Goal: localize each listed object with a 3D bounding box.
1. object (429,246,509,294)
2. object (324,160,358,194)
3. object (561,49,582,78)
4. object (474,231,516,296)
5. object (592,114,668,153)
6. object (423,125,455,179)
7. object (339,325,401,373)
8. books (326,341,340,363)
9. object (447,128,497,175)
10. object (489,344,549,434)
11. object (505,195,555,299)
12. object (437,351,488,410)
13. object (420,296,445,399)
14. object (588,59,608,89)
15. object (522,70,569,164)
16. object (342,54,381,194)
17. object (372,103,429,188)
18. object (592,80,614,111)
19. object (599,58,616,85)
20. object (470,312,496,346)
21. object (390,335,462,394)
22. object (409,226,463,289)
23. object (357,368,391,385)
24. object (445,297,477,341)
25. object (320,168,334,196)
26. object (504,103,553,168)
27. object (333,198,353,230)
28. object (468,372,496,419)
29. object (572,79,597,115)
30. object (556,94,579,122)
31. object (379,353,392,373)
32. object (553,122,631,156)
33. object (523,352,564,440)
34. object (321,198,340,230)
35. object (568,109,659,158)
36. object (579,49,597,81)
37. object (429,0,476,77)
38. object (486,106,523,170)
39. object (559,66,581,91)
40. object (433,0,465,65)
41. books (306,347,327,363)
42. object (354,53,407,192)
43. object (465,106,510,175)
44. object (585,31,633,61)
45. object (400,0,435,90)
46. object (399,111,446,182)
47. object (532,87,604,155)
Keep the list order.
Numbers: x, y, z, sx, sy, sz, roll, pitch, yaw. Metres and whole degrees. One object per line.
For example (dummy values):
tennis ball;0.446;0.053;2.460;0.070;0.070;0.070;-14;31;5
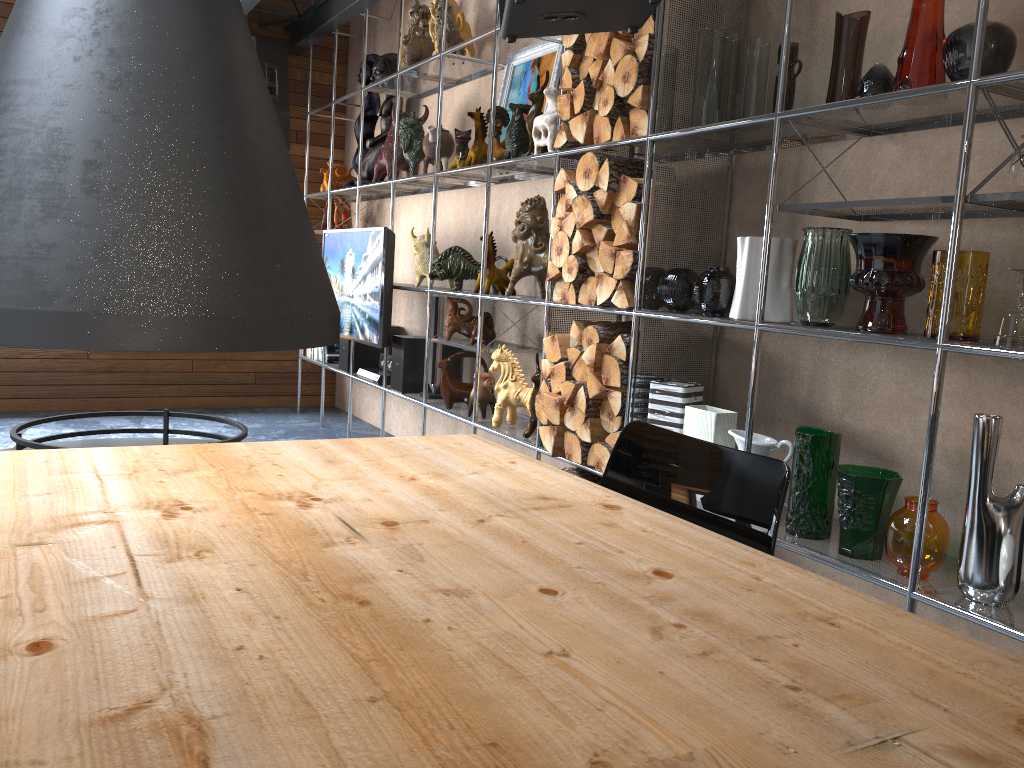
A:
object;-0.199;-0.558;4.317;0.403;0.221;0.192;4;7;7
object;-1.130;-1.389;5.994;0.278;0.222;0.138;1;7;-19
object;0.342;-1.184;3.335;0.308;0.120;0.098;0;7;-25
object;-0.050;-0.555;4.099;0.097;0.290;0.290;9;9;40
object;0.445;-0.900;3.187;0.299;0.114;0.135;0;8;-27
object;-0.375;-1.190;4.522;0.164;0.266;0.237;2;7;-13
object;-0.914;-0.229;5.687;0.343;0.303;0.175;0;8;-29
books;-1.207;-0.236;6.085;0.138;0.185;0.081;0;8;-29
object;-0.162;-1.121;4.310;0.272;0.207;0.137;0;8;-26
object;0.064;0.021;3.862;0.375;0.363;0.170;7;8;26
object;0.154;-0.577;3.728;0.210;0.451;0.405;-2;9;-37
object;-0.247;-0.018;4.368;0.249;0.290;0.114;3;7;-4
object;-0.398;-0.192;4.665;0.112;0.533;0.112;0;8;-29
object;0.441;-1.096;3.204;0.330;0.098;0.107;0;8;-25
object;0.152;-1.103;3.678;0.198;0.358;0.116;1;7;-22
object;-0.957;-1.685;5.721;0.244;0.879;0.244;3;7;-1
object;-0.657;-1.362;5.078;0.219;0.440;0.463;0;8;-29
object;0.448;-1.016;3.189;0.288;0.118;0.147;0;8;-25
object;0.465;-1.072;3.128;0.331;0.110;0.101;-1;8;-31
object;-0.131;-0.265;4.168;0.105;0.168;0.210;5;7;11
object;-0.475;-0.108;4.906;0.343;0.303;0.175;0;8;-29
object;-0.389;-0.651;4.600;0.325;0.309;0.154;-3;10;-44
object;-0.713;-0.045;5.286;0.325;0.058;0.360;0;8;-29
object;-0.220;-0.316;4.370;0.217;0.214;0.108;3;7;-5
object;-1.255;-1.423;6.209;0.233;0.209;0.107;-3;9;-42
object;0.094;-1.071;3.831;0.253;0.249;0.126;0;7;-24
object;-1.150;-1.152;6.053;0.060;0.223;0.267;6;7;16
object;-0.135;0.045;4.165;0.119;0.220;0.212;4;7;5
object;0.385;-1.046;3.269;0.329;0.135;0.095;0;8;-26
object;0.328;-1.027;3.371;0.321;0.109;0.110;0;8;-30
object;-0.712;-0.124;5.274;0.080;0.101;0.223;0;8;-29
object;0.328;-0.932;3.376;0.330;0.105;0.107;0;8;-27
object;0.153;0.052;3.668;0.198;0.358;0.116;-2;8;-37
object;-1.251;-1.183;6.224;0.116;0.229;0.233;5;7;10
object;0.397;-0.922;3.303;0.362;0.131;0.154;0;8;-30
object;0.396;-1.164;3.279;0.290;0.153;0.112;0;8;-26
object;-0.306;-1.878;4.680;0.215;0.458;0.328;0;7;-24
object;-0.022;-1.108;3.997;0.227;0.270;0.123;0;8;-29
object;0.343;-1.118;3.348;0.331;0.110;0.107;0;8;-27
object;-0.305;-1.750;4.398;0.131;0.280;0.208;10;9;42
books;-1.321;-0.275;6.257;0.139;0.208;0.461;0;8;-30
object;-0.810;-1.627;5.503;0.305;0.839;0.237;0;8;-27
object;-0.085;-1.137;4.152;0.290;0.290;0.097;-1;8;-31
object;0.435;-1.176;3.131;0.321;0.128;0.164;0;8;-29
object;-0.558;-1.931;5.050;0.207;0.442;0.328;-1;8;-36
object;-0.476;-1.265;4.725;0.255;0.356;0.167;2;7;-10
object;0.239;-1.041;3.542;0.314;0.280;0.151;-1;8;-31
